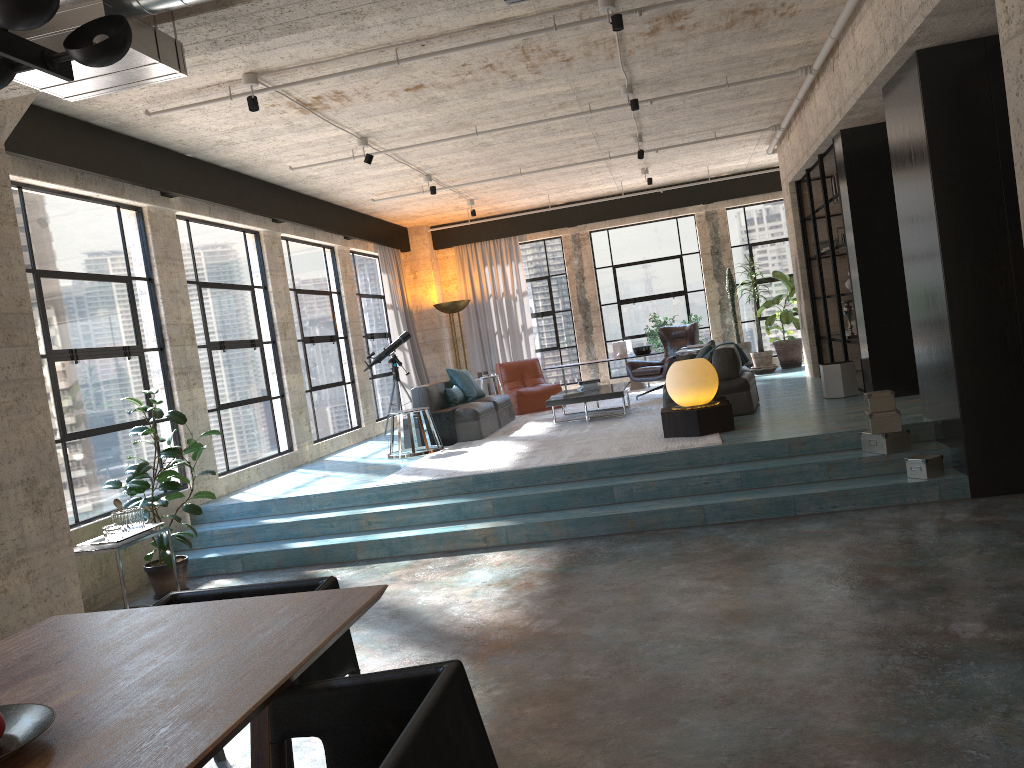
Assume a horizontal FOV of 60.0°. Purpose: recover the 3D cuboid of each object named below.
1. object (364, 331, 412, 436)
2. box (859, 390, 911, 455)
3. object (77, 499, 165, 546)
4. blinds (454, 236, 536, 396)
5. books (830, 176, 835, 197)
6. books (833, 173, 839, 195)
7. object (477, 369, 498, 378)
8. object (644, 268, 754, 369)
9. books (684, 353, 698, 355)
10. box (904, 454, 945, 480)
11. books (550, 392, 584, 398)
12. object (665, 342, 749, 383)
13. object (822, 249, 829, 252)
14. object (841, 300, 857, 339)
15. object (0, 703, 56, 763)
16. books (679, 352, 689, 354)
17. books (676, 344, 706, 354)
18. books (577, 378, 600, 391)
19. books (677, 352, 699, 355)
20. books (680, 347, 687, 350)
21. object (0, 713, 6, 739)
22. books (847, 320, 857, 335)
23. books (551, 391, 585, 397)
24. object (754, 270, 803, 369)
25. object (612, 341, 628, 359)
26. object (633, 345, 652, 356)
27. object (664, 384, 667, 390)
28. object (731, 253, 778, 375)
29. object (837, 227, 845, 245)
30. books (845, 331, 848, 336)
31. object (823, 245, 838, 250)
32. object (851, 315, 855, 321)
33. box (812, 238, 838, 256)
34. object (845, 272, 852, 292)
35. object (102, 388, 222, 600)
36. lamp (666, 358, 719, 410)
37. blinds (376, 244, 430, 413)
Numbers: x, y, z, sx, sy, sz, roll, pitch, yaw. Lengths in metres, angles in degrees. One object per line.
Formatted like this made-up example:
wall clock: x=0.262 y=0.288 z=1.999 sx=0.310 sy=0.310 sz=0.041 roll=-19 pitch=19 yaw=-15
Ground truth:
object: x=-1.611 y=0.009 z=12.053 sx=0.617 sy=1.406 sz=0.595 roll=-8 pitch=3 yaw=12
box: x=2.737 y=0.276 z=6.544 sx=0.280 sy=0.441 sz=0.331 roll=-8 pitch=3 yaw=0
object: x=-2.672 y=0.923 z=6.049 sx=0.327 sy=0.253 sz=0.546 roll=-8 pitch=3 yaw=11
blinds: x=-0.284 y=-1.119 z=15.026 sx=1.187 sy=2.986 sz=0.404 roll=-8 pitch=3 yaw=12
books: x=3.718 y=-2.204 z=9.996 sx=0.216 sy=0.290 sz=0.231 roll=-8 pitch=3 yaw=11
books: x=3.670 y=-2.189 z=9.754 sx=0.221 sy=0.298 sz=0.258 roll=-8 pitch=3 yaw=11
object: x=-0.339 y=-0.143 z=12.302 sx=0.287 sy=0.096 sz=0.206 roll=-11 pitch=3 yaw=-39
object: x=2.943 y=-0.919 z=14.288 sx=1.641 sy=1.708 sz=0.971 roll=-9 pitch=3 yaw=-13
books: x=2.239 y=-0.379 z=11.044 sx=0.252 sy=0.011 sz=0.318 roll=-8 pitch=3 yaw=-2
box: x=2.885 y=0.576 z=6.197 sx=0.187 sy=0.140 sz=0.172 roll=-10 pitch=3 yaw=-26
books: x=0.656 y=0.131 z=10.526 sx=0.318 sy=0.011 sz=0.252 roll=-10 pitch=3 yaw=-35
object: x=2.126 y=-0.208 z=9.743 sx=0.985 sy=0.438 sz=0.444 roll=-6 pitch=3 yaw=37
object: x=3.845 y=-1.604 z=10.604 sx=0.179 sy=0.034 sz=0.243 roll=-9 pitch=3 yaw=-11
object: x=3.770 y=-0.719 z=9.894 sx=0.218 sy=0.433 sz=0.218 roll=-8 pitch=3 yaw=3
object: x=-1.248 y=0.804 z=1.955 sx=0.435 sy=0.079 sz=0.435 roll=-11 pitch=4 yaw=-42
books: x=2.245 y=-0.402 z=11.043 sx=0.252 sy=0.011 sz=0.318 roll=-9 pitch=3 yaw=-12
books: x=2.232 y=-0.420 z=10.970 sx=0.273 sy=0.109 sz=0.322 roll=-11 pitch=3 yaw=-39
books: x=0.962 y=0.011 z=11.006 sx=0.279 sy=0.116 sz=0.322 roll=-9 pitch=3 yaw=-4
books: x=2.235 y=-0.389 z=11.028 sx=0.252 sy=0.011 sz=0.318 roll=-9 pitch=3 yaw=-12
books: x=2.327 y=-0.445 z=11.452 sx=0.278 sy=0.075 sz=0.320 roll=-8 pitch=3 yaw=15
object: x=-1.255 y=0.790 z=1.978 sx=0.219 sy=0.097 sz=0.100 roll=-10 pitch=3 yaw=-35
books: x=3.994 y=-0.640 z=10.094 sx=0.306 sy=0.188 sz=0.257 roll=-10 pitch=3 yaw=-24
books: x=0.663 y=0.119 z=10.525 sx=0.318 sy=0.011 sz=0.252 roll=-10 pitch=3 yaw=-30
object: x=4.319 y=-1.020 z=13.935 sx=0.817 sy=1.543 sz=0.921 roll=-9 pitch=3 yaw=-20
object: x=1.716 y=-0.542 z=14.116 sx=0.214 sy=0.259 sz=0.154 roll=-8 pitch=3 yaw=11
object: x=2.091 y=-0.536 z=14.203 sx=0.307 sy=0.129 sz=0.307 roll=-11 pitch=4 yaw=-40
object: x=1.749 y=0.023 z=8.916 sx=0.433 sy=0.185 sz=0.429 roll=-8 pitch=3 yaw=7
object: x=3.742 y=-1.085 z=13.664 sx=0.629 sy=1.863 sz=0.523 roll=-9 pitch=3 yaw=-20
object: x=3.622 y=-1.607 z=9.571 sx=0.200 sy=0.200 sz=0.409 roll=-7 pitch=3 yaw=21
books: x=4.050 y=-0.603 z=10.425 sx=0.231 sy=0.068 sz=0.319 roll=-8 pitch=3 yaw=3
object: x=3.848 y=-1.634 z=10.596 sx=0.166 sy=0.024 sz=0.227 roll=-9 pitch=3 yaw=-10
object: x=4.246 y=-0.731 z=10.761 sx=0.284 sy=0.231 sz=0.335 roll=-8 pitch=3 yaw=11
box: x=3.885 y=-1.691 z=10.973 sx=0.306 sy=0.157 sz=0.312 roll=-7 pitch=3 yaw=21
object: x=4.128 y=-1.330 z=10.657 sx=0.265 sy=0.432 sz=0.265 roll=-10 pitch=3 yaw=-35
object: x=-2.611 y=0.809 z=6.628 sx=0.886 sy=1.552 sz=0.514 roll=-8 pitch=3 yaw=-2
lamp: x=1.614 y=-0.008 z=7.946 sx=0.462 sy=0.417 sz=0.462 roll=-6 pitch=4 yaw=39
blinds: x=-1.638 y=-0.887 z=14.169 sx=0.384 sy=2.985 sz=1.131 roll=-8 pitch=3 yaw=11
